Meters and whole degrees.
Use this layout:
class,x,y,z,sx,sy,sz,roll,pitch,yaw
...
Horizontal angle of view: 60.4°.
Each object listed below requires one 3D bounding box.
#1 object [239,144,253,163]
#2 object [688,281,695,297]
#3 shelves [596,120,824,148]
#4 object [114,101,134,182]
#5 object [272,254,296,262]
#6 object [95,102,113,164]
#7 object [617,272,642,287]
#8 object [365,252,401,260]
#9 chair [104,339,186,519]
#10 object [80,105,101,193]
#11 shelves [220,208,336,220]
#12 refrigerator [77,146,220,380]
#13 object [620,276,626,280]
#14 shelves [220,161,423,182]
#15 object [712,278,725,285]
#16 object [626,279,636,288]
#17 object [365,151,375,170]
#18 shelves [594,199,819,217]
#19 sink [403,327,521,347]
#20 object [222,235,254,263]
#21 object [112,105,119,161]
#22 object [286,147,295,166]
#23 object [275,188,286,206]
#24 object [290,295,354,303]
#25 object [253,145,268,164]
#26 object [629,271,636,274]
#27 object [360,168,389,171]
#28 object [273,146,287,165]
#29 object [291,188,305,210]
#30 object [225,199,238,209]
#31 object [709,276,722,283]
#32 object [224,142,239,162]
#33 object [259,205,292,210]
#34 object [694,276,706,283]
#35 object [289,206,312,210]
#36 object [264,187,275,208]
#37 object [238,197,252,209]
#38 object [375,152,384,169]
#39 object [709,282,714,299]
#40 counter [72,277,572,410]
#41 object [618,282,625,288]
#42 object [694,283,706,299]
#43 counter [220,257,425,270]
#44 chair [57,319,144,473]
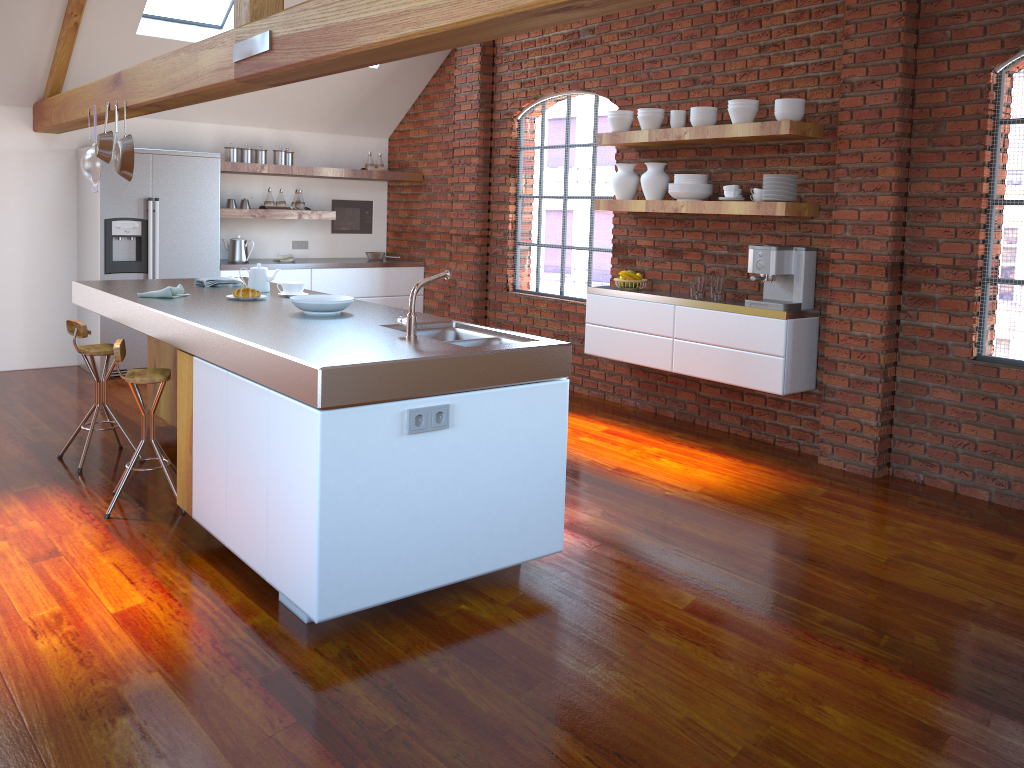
class,x,y,z,sx,sy,sz,roll,pitch,yaw
object,-2.296,-1.985,7.591,0.128,0.176,0.129,-4,9,-43
object,1.169,-0.607,5.642,0.078,0.103,0.079,4,7,21
shelves,1.194,-1.576,5.587,0.338,0.075,1.553,-7,14,-38
object,-2.168,-1.352,4.906,0.069,0.439,0.268,-1,7,-34
object,-2.043,-1.131,7.884,0.204,0.061,0.199,-1,11,-16
object,-2.398,-1.475,5.165,0.085,0.355,0.196,-1,7,-34
object,0.805,-0.713,6.018,0.176,0.094,0.065,1,6,-2
object,-1.257,-1.224,8.461,0.350,0.073,0.196,8,12,31
chair,-1.648,0.174,3.990,0.338,0.743,0.342,0,6,-19
object,-2.571,-1.428,5.339,0.085,0.524,0.275,-2,7,-39
shelves,-2.196,-1.510,7.793,1.070,0.075,0.662,-7,14,-38
refrigerator,-2.946,-1.005,7.154,0.914,1.756,0.788,-3,7,-39
object,0.767,-0.735,6.076,0.045,0.052,0.052,8,10,39
shelves,-1.828,-1.934,8.050,1.985,0.075,0.662,-7,14,-38
object,1.273,-0.601,5.426,0.077,0.103,0.079,-2,8,-27
object,0.816,-0.697,6.056,0.077,0.065,0.077,1,8,-5
object,-1.348,-2.116,8.342,0.093,0.189,0.094,-1,6,-26
shelves,1.180,-1.128,5.619,0.338,0.075,1.553,-7,14,-38
sink,-0.198,-0.077,3.457,0.410,0.197,0.620,-6,13,-38
object,-2.365,-1.167,7.582,0.302,0.236,0.183,1,7,-8
object,-2.263,-1.430,5.037,0.046,0.328,0.045,1,4,-14
object,-2.020,-2.038,7.902,0.128,0.176,0.129,-4,9,-43
object,-2.054,-1.650,7.821,0.093,0.190,0.094,2,6,5
object,-0.853,-0.360,3.952,0.282,0.054,0.285,6,12,23
object,-2.203,-2.003,7.696,0.128,0.176,0.129,-4,9,-43
object,0.825,-0.756,6.099,0.069,0.061,0.069,-2,9,-22
object,-1.310,-2.038,8.383,0.224,0.032,0.197,-7,14,-39
object,-2.033,-2.001,7.708,0.128,0.176,0.129,-4,9,-43
object,-1.933,-1.674,7.956,0.093,0.191,0.205,-1,8,-29
object,-2.401,-1.543,7.525,0.106,0.081,0.107,0,9,-10
object,1.284,-0.628,5.565,0.078,0.103,0.078,1,7,-9
object,-2.386,-1.968,7.489,0.128,0.176,0.129,-4,9,-43
object,-2.098,-1.563,7.791,0.224,0.032,0.197,-7,14,-39
object,1.176,-0.621,5.511,0.078,0.103,0.078,1,7,-9
object,-1.935,-1.591,7.962,0.195,0.032,0.226,-4,13,-29
object,-2.136,-1.640,7.750,0.093,0.189,0.094,-1,6,-26
object,-2.308,-1.564,7.599,0.106,0.099,0.107,2,8,3
object,-1.266,-2.126,8.413,0.093,0.190,0.094,2,6,5
object,1.283,-0.590,5.568,0.078,0.103,0.078,1,7,-9
counter,-1.154,-0.307,4.158,1.028,0.128,3.179,-7,14,-38
object,0.758,-0.687,6.070,0.046,0.045,0.056,1,8,-6
object,1.175,-0.583,5.514,0.078,0.103,0.078,1,7,-9
counter,-1.833,-1.111,8.089,1.991,0.044,0.722,-7,14,-38
chair,-2.166,0.030,4.638,0.339,0.743,0.341,-3,7,-44
